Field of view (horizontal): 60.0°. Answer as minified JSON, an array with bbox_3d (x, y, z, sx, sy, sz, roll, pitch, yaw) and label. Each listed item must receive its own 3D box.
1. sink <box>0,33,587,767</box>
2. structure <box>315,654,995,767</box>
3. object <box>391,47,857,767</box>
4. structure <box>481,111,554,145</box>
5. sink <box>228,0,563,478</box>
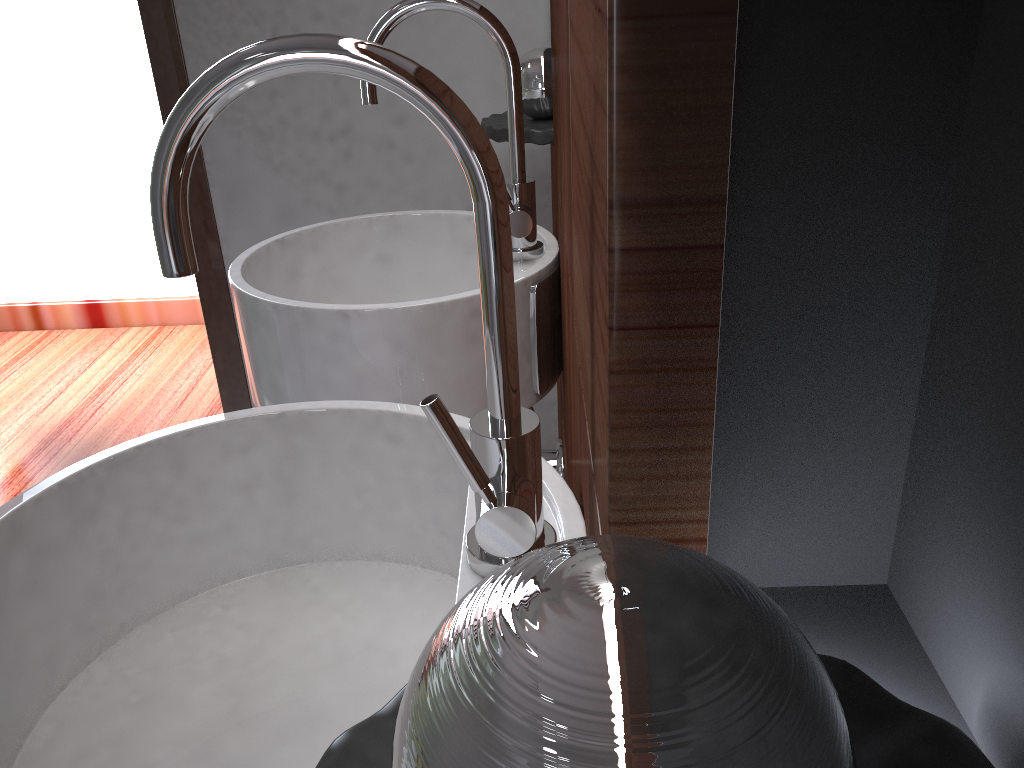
[{"bbox_3d":[-0.156,0.155,0.585,0.417,0.715,0.415,-2,25,2],"label":"sink"},{"bbox_3d":[0.040,0.141,0.228,0.222,0.023,0.220,-6,26,-7],"label":"structure"},{"bbox_3d":[0.036,-0.181,0.766,0.104,0.104,1.350,-2,25,2],"label":"object"},{"bbox_3d":[0.063,-0.398,1.358,0.220,0.023,0.222,-21,31,-33],"label":"structure"},{"bbox_3d":[-0.144,-0.117,1.155,0.417,0.715,0.415,-2,25,2],"label":"sink"}]
